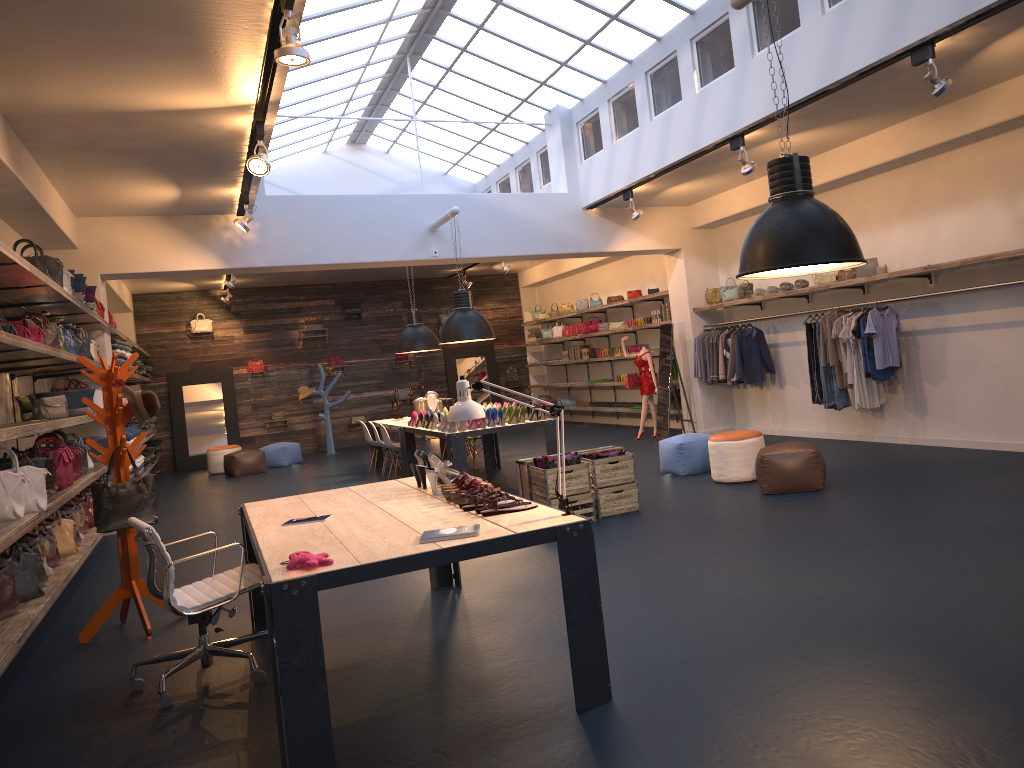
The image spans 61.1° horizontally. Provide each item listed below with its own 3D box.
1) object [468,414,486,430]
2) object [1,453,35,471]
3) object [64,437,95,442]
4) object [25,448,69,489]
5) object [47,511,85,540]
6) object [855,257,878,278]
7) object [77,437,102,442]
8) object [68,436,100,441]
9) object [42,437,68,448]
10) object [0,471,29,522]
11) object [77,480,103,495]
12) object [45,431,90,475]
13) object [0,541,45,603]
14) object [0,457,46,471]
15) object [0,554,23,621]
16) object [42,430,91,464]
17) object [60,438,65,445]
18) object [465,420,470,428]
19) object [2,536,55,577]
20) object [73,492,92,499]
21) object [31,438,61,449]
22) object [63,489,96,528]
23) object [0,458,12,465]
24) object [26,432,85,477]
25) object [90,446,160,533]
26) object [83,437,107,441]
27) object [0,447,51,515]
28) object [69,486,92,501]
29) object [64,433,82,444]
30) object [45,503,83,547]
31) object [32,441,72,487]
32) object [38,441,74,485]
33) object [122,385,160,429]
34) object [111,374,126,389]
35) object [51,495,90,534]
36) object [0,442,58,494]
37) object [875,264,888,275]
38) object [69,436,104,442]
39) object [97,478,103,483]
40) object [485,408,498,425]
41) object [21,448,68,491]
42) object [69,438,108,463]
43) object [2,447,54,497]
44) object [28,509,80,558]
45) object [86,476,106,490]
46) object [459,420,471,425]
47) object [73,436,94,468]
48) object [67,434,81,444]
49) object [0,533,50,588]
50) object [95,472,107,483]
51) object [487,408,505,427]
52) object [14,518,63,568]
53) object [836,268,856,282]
[{"bbox_3d":[-0.379,0.393,9.494,0.216,0.195,0.225,-6,0,-25],"label":"object"},{"bbox_3d":[-2.883,0.569,5.067,0.249,0.329,0.103,-6,-1,-19],"label":"object"},{"bbox_3d":[-4.588,0.701,9.159,0.163,0.236,0.453,-6,0,44],"label":"object"},{"bbox_3d":[-3.246,0.603,5.995,0.231,0.298,0.273,-6,0,33],"label":"object"},{"bbox_3d":[-3.526,1.065,6.693,0.170,0.367,0.402,-6,0,21],"label":"object"},{"bbox_3d":[4.138,-1.347,10.142,0.259,0.230,0.083,-6,-1,23],"label":"object"},{"bbox_3d":[-4.401,0.688,8.872,0.163,0.236,0.453,-6,0,44],"label":"object"},{"bbox_3d":[-4.658,0.704,9.325,0.454,0.236,0.163,-7,0,-41],"label":"object"},{"bbox_3d":[-3.435,0.581,6.435,0.203,0.362,0.264,-6,-1,30],"label":"object"},{"bbox_3d":[-2.748,0.536,4.480,0.463,0.386,0.176,-6,-1,-44],"label":"object"},{"bbox_3d":[-4.039,1.093,8.344,0.208,0.339,0.391,-6,0,17],"label":"object"},{"bbox_3d":[-3.711,0.575,7.125,0.454,0.386,0.180,-6,-1,-24],"label":"object"},{"bbox_3d":[-2.766,1.015,4.743,0.185,0.386,0.442,-6,0,18],"label":"object"},{"bbox_3d":[-2.962,0.599,5.177,0.344,0.285,0.179,-6,-1,-5],"label":"object"},{"bbox_3d":[-2.645,1.038,4.402,0.208,0.339,0.391,-6,0,17],"label":"object"},{"bbox_3d":[-3.801,0.580,7.313,0.459,0.386,0.177,-6,-1,-31],"label":"object"},{"bbox_3d":[-4.013,0.635,7.688,0.314,0.309,0.167,-6,-1,34],"label":"object"},{"bbox_3d":[-0.471,0.397,9.746,0.215,0.195,0.226,-6,0,-22],"label":"object"},{"bbox_3d":[-3.043,1.045,5.327,0.170,0.367,0.402,-6,0,21],"label":"object"},{"bbox_3d":[-3.983,1.083,7.983,0.170,0.367,0.402,-6,0,21],"label":"object"},{"bbox_3d":[-3.399,0.580,6.334,0.203,0.362,0.264,-6,-1,30],"label":"object"},{"bbox_3d":[-3.703,1.052,7.398,0.185,0.386,0.442,-6,0,18],"label":"object"},{"bbox_3d":[-2.881,0.580,4.934,0.357,0.309,0.147,-6,-1,-16],"label":"object"},{"bbox_3d":[-3.632,0.573,6.873,0.456,0.386,0.179,-6,-1,-26],"label":"object"},{"bbox_3d":[-2.380,0.639,5.334,0.397,0.524,0.189,-6,-1,-17],"label":"object"},{"bbox_3d":[-4.300,0.678,8.729,0.163,0.232,0.453,-6,0,41],"label":"object"},{"bbox_3d":[-2.756,0.531,4.716,0.463,0.386,0.176,-6,-1,-44],"label":"object"},{"bbox_3d":[-3.786,1.083,7.692,0.206,0.339,0.394,-6,0,21],"label":"object"},{"bbox_3d":[-4.170,0.631,8.276,0.102,0.329,0.250,-6,-1,26],"label":"object"},{"bbox_3d":[-3.341,1.065,6.433,0.206,0.339,0.394,-6,0,21],"label":"object"},{"bbox_3d":[-3.270,0.580,6.127,0.243,0.343,0.275,-6,0,9],"label":"object"},{"bbox_3d":[-3.305,0.581,6.227,0.243,0.343,0.275,-6,0,9],"label":"object"},{"bbox_3d":[-2.357,0.142,5.551,0.193,0.290,0.257,-6,0,-14],"label":"object"},{"bbox_3d":[-2.436,-0.026,5.374,0.084,0.112,0.060,-5,-1,-42],"label":"object"},{"bbox_3d":[-3.584,1.075,7.058,0.208,0.339,0.391,-6,0,17],"label":"object"},{"bbox_3d":[-3.185,0.567,5.721,0.367,0.356,0.151,-6,-1,-25],"label":"object"},{"bbox_3d":[4.209,-1.302,9.887,0.126,0.134,0.083,-6,-1,12],"label":"object"},{"bbox_3d":[-4.475,0.692,9.033,0.454,0.236,0.162,-7,0,-43],"label":"object"},{"bbox_3d":[-4.465,1.102,9.349,0.170,0.367,0.402,-6,0,21],"label":"object"},{"bbox_3d":[-0.252,0.371,9.877,0.215,0.195,0.226,-6,0,-22],"label":"object"},{"bbox_3d":[-3.185,0.593,5.916,0.273,0.301,0.326,-6,0,7],"label":"object"},{"bbox_3d":[-4.188,0.669,8.603,0.454,0.232,0.163,-7,0,-41],"label":"object"},{"bbox_3d":[-3.141,0.574,5.543,0.396,0.339,0.205,-6,-1,-18],"label":"object"},{"bbox_3d":[-3.237,1.033,6.080,0.185,0.386,0.442,-6,0,18],"label":"object"},{"bbox_3d":[-4.168,1.070,8.738,0.187,0.386,0.438,-6,0,15],"label":"object"},{"bbox_3d":[-0.550,0.400,9.987,0.213,0.195,0.228,-6,0,-18],"label":"object"},{"bbox_3d":[-3.947,0.624,7.874,0.314,0.309,0.167,-6,-1,34],"label":"object"},{"bbox_3d":[-4.115,0.628,8.132,0.102,0.329,0.250,-6,-1,26],"label":"object"},{"bbox_3d":[-2.847,1.045,5.035,0.206,0.339,0.394,-6,0,21],"label":"object"},{"bbox_3d":[-4.280,1.103,9.090,0.206,0.339,0.394,-6,0,21],"label":"object"},{"bbox_3d":[-0.177,0.369,9.614,0.212,0.195,0.230,-6,0,-15],"label":"object"},{"bbox_3d":[-3.100,1.056,5.688,0.208,0.339,0.391,-6,0,17],"label":"object"},{"bbox_3d":[4.030,-1.378,10.448,0.269,0.300,0.112,-6,-1,38],"label":"object"}]
